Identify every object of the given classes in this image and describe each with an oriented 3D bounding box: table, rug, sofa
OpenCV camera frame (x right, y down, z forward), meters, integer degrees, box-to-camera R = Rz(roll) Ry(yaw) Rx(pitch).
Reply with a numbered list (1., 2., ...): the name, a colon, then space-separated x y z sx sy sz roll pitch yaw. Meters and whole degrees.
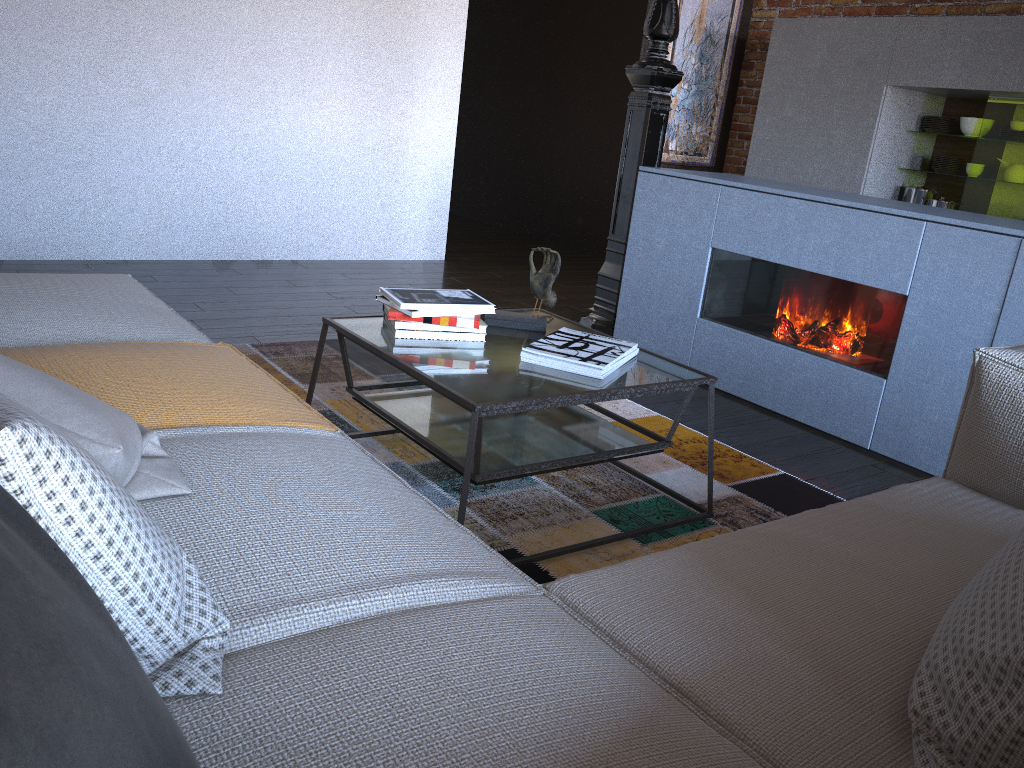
1. table: -0.016 0.084 2.421 0.842 0.389 0.847 -6 21 -36
2. rug: -0.041 0.163 2.875 1.431 0.013 2.360 -6 21 -36
3. sofa: -0.190 0.128 1.832 2.535 0.699 3.296 -6 21 -36

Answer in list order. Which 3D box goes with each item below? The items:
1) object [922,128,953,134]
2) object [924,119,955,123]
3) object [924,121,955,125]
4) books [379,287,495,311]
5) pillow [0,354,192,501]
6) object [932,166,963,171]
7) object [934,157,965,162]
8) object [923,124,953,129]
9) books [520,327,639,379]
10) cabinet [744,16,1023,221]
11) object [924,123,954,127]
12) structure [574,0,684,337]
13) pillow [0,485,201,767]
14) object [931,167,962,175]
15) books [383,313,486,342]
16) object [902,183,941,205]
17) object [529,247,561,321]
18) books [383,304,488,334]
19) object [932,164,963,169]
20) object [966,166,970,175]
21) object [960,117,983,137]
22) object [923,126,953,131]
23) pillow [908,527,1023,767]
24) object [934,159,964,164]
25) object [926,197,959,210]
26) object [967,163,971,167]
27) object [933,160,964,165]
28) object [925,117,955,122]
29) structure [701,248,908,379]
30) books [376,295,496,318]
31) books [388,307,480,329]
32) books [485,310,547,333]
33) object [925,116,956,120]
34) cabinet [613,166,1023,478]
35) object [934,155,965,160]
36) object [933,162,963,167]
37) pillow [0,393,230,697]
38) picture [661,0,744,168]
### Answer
1. object: 2.701 -1.604 5.637 0.180 0.027 0.180 13 18 19
2. object: 2.707 -1.655 5.621 0.180 0.027 0.180 13 18 19
3. object: 2.706 -1.644 5.625 0.180 0.027 0.180 13 18 19
4. books: -0.205 -0.232 2.412 0.268 0.014 0.196 -1 19 -25
5. pillow: -0.684 0.031 1.259 0.485 0.315 0.358 8 17 5
6. object: 2.748 -1.356 5.608 0.180 0.027 0.180 13 18 19
7. object: 2.755 -1.407 5.592 0.180 0.027 0.180 13 18 19
8. object: 2.703 -1.624 5.631 0.180 0.027 0.180 13 18 19
9. books: 0.185 -0.085 2.336 0.225 0.038 0.308 14 18 21
10. cabinet: 3.162 -1.006 4.878 0.713 1.811 4.168 -6 21 -36
11. object: 2.705 -1.634 5.628 0.180 0.027 0.180 13 18 19
12. structure: -1.620 -0.688 0.930 0.481 2.398 8.506 18 20 31
13. pillow: -0.366 0.213 0.641 0.263 0.401 0.509 -9 23 -41
14. object: 2.747 -1.346 5.612 0.180 0.027 0.180 13 18 19
15. books: -0.215 -0.159 2.438 0.247 0.024 0.208 1 18 -18
16. object: 2.615 -1.200 5.693 0.193 0.178 0.208 8 17 4
17. object: 0.093 -0.312 2.713 0.099 0.223 0.093 7 17 2
18. books: -0.214 -0.181 2.431 0.251 0.023 0.208 1 18 -18
19. object: 2.750 -1.366 5.605 0.180 0.027 0.180 13 18 19
20. object: 2.854 -1.310 5.482 0.100 0.059 0.099 0 18 -23
21. object: 2.847 -1.573 5.453 0.191 0.113 0.191 -2 19 -28
22. object: 2.702 -1.614 5.634 0.180 0.027 0.180 13 18 19
23. pillow: 0.606 0.240 0.954 0.250 0.403 0.543 18 20 33
24. object: 2.753 -1.397 5.596 0.180 0.027 0.180 13 18 19
25. object: 2.654 -1.100 5.489 0.159 0.117 0.171 8 17 4
26. object: 2.856 -1.329 5.476 0.100 0.059 0.099 0 18 -23
27. object: 2.752 -1.387 5.599 0.180 0.027 0.180 13 18 19
28. object: 2.708 -1.665 5.618 0.180 0.027 0.180 13 18 19
29. structure: 1.197 -0.273 3.466 0.332 0.395 0.942 -6 21 -36
30. books: -0.207 -0.217 2.417 0.268 0.014 0.196 -6 21 -37
31. books: -0.206 -0.194 2.403 0.239 0.023 0.190 6 17 -3
32. books: 0.012 -0.190 2.620 0.182 0.029 0.129 7 17 -1
33. object: 2.710 -1.674 5.615 0.180 0.027 0.180 13 18 19
34. cabinet: 1.619 -0.142 3.109 0.607 0.845 2.956 -6 21 -36
35. object: 2.756 -1.416 5.589 0.180 0.027 0.180 13 18 19
36. object: 2.751 -1.376 5.602 0.180 0.027 0.180 13 18 19
37. pillow: -0.521 0.120 0.933 0.495 0.355 0.293 20 21 36
38. picture: 1.393 -2.419 6.754 0.780 1.473 0.067 -6 21 -36
